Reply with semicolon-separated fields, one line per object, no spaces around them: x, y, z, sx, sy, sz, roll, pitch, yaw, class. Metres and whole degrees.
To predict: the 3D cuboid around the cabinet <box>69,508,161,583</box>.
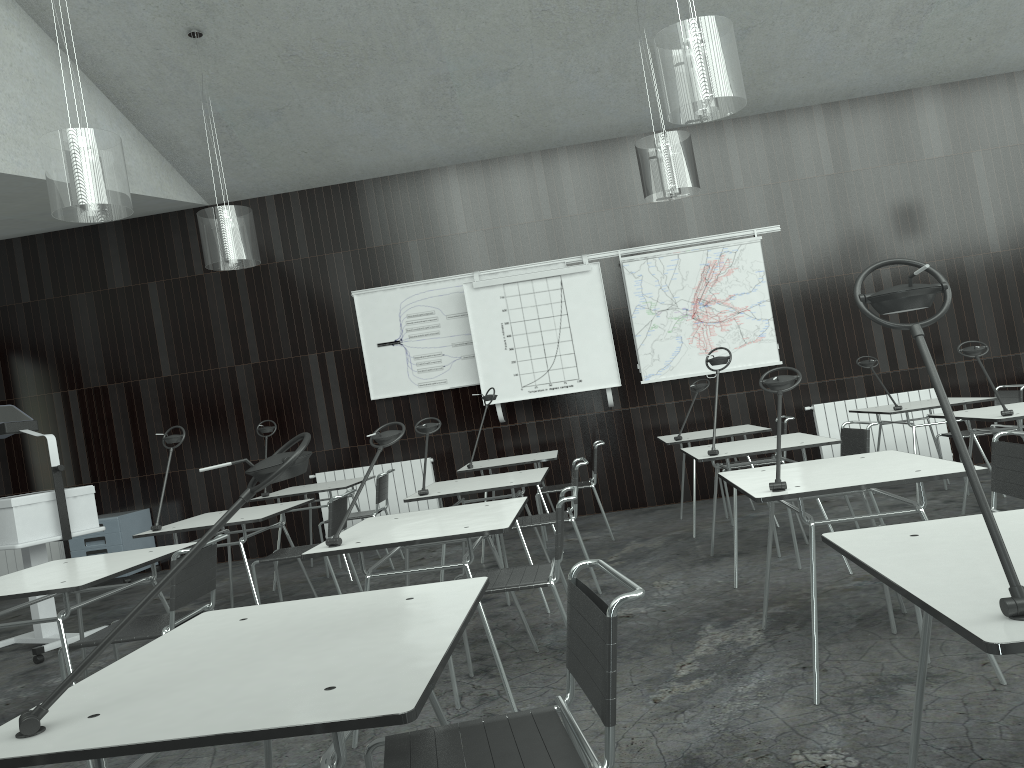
-3.510;1.612;7.832;0.502;0.648;0.598;-9;-2;4;cabinet

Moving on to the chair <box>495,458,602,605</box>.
0.195;0.879;4.858;0.555;0.765;0.428;-9;-2;1;chair

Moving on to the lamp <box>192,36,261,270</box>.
-2.009;-1.758;5.985;0.359;1.761;0.350;-9;-2;5;lamp

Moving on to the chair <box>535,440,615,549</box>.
0.455;0.885;6.474;0.555;0.765;0.428;-9;-2;3;chair

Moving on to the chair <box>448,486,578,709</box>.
0.030;0.861;3.312;0.555;0.765;0.428;-9;-2;5;chair

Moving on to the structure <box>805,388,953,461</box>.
3.108;0.459;7.518;1.129;0.688;0.079;-9;-2;5;structure

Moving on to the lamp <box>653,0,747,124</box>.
0.705;-2.517;4.061;0.359;2.307;0.350;-9;-2;5;lamp

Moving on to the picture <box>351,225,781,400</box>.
0.516;-0.680;7.782;3.818;1.102;0.050;-9;-2;5;picture

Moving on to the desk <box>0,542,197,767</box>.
-1.707;0.857;3.400;0.700;1.321;0.900;-9;-2;6;desk

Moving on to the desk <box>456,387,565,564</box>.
-0.002;0.678;6.507;0.700;1.321;0.900;-9;-2;3;desk

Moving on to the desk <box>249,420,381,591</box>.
-1.445;0.908;6.581;0.700;1.321;0.900;-9;-2;4;desk

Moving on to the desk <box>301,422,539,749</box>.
-0.293;0.718;3.330;0.700;1.153;0.900;-9;-2;5;desk

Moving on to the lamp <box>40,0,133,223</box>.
-2.200;-2.053;4.311;0.359;2.307;0.350;-9;-2;5;lamp

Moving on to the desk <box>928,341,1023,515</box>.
2.731;0.280;4.655;0.700;1.153;0.900;-9;-2;5;desk

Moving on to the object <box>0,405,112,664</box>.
-2.817;0.923;5.217;0.680;1.639;0.559;-10;-2;29;object

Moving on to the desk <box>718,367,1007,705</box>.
1.161;0.484;3.141;0.700;1.153;0.900;-9;-2;5;desk

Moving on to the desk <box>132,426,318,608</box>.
-1.576;0.883;4.996;0.700;1.321;0.900;-9;-2;5;desk

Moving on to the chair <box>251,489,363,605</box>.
-1.120;1.089;4.954;0.555;0.765;0.428;-9;-2;2;chair

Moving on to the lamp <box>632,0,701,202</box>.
0.896;-2.223;5.735;0.359;1.761;0.350;-9;-2;5;lamp

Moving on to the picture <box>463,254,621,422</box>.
0.264;-0.446;7.693;1.191;1.508;0.254;-9;-2;5;picture

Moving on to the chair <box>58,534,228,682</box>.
-1.354;1.080;3.375;0.555;0.765;0.428;-9;-2;4;chair

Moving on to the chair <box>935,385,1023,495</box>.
3.325;0.425;6.211;0.555;0.765;0.428;-9;-2;4;chair

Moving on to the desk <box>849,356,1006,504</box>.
2.881;0.302;6.244;0.700;1.153;0.900;-9;-2;4;desk

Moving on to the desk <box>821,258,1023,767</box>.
1.005;0.377;1.536;0.700;1.321;0.900;-9;-2;6;desk

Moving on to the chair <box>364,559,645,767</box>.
-0.002;0.818;1.648;0.555;0.765;0.428;-9;-2;-7;chair

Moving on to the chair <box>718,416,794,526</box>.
1.761;0.674;6.314;0.555;0.765;0.428;-9;-2;7;chair

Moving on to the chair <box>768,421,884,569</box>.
1.688;0.641;4.749;0.555;0.765;0.428;-9;-2;0;chair

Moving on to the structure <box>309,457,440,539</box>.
-1.206;1.149;7.889;1.129;0.688;0.079;-9;-2;5;structure

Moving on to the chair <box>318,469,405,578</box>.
-1.108;1.133;6.564;0.555;0.765;0.428;-9;-2;3;chair

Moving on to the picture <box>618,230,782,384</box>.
1.614;-0.721;7.617;1.211;1.342;0.163;-9;-2;5;picture

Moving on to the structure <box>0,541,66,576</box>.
-4.678;1.704;8.187;1.129;0.688;0.079;-9;-2;5;structure

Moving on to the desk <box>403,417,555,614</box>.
-0.141;0.738;4.848;0.700;1.153;0.900;-9;-2;5;desk

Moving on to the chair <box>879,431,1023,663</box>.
1.603;0.607;3.096;0.555;0.765;0.428;-9;-2;7;chair

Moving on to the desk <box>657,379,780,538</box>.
1.437;0.532;6.332;0.700;1.153;0.900;-9;-2;5;desk

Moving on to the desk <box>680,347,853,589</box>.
1.308;0.422;4.773;0.700;1.321;0.900;-9;-2;5;desk

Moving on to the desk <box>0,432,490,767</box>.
-0.414;0.689;1.655;0.700;1.153;0.900;-9;-2;5;desk
